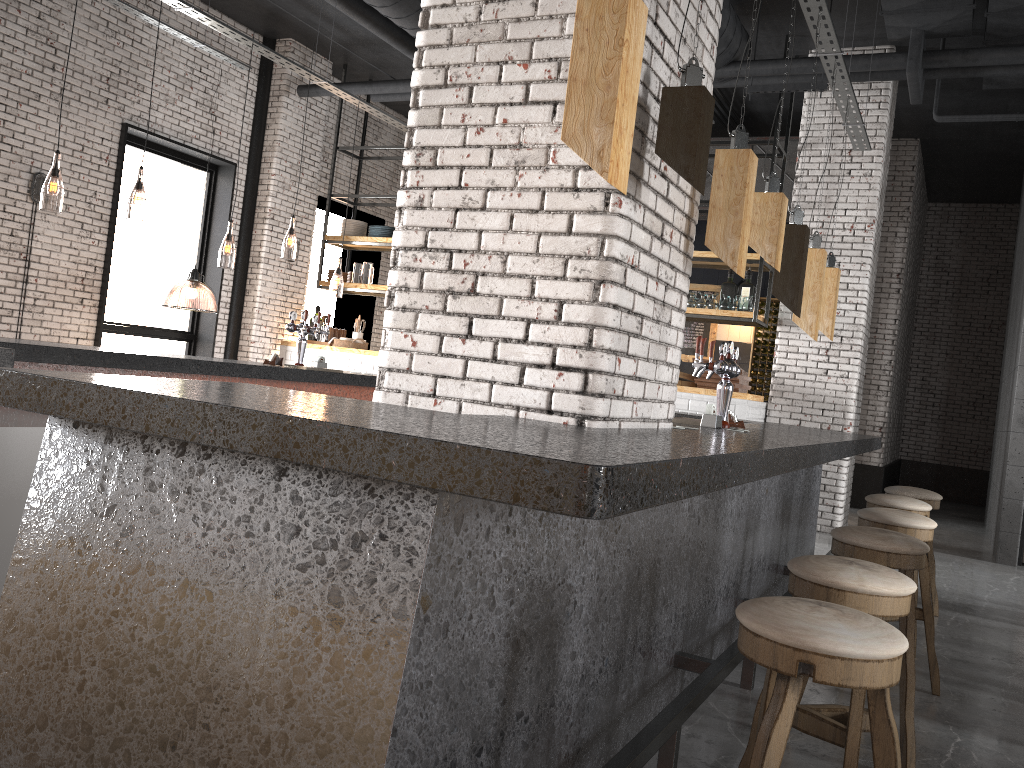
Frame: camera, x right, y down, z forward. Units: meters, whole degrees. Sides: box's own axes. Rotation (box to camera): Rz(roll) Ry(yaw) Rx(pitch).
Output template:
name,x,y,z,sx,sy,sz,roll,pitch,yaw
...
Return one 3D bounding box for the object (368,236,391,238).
name,x,y,z,sx,sy,sz,roll,pitch,yaw
object,-1.642,-1.860,11.478,0.454,0.033,0.453,7,1,35

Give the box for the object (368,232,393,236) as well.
name,x,y,z,sx,sy,sz,roll,pitch,yaw
object,-1.637,-1.908,11.479,0.454,0.044,0.453,7,1,22

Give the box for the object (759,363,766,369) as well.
name,x,y,z,sx,sy,sz,roll,pitch,yaw
object,3.401,-0.245,12.052,0.079,0.079,0.283,7,0,27

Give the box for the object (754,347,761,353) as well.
name,x,y,z,sx,sy,sz,roll,pitch,yaw
object,3.350,-0.464,12.111,0.079,0.079,0.283,7,0,27

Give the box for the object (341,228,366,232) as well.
name,x,y,z,sx,sy,sz,roll,pitch,yaw
object,-2.091,-2.017,11.714,0.334,0.038,0.335,6,1,-38

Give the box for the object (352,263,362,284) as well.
name,x,y,z,sx,sy,sz,roll,pitch,yaw
object,-1.978,-1.416,11.400,0.152,0.264,0.107,7,-1,-36

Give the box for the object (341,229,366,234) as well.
name,x,y,z,sx,sy,sz,roll,pitch,yaw
object,-2.094,-1.998,11.714,0.334,0.042,0.335,7,0,-13

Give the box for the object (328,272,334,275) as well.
name,x,y,z,sx,sy,sz,roll,pitch,yaw
object,-2.324,-1.431,11.652,0.157,0.053,0.168,7,0,27

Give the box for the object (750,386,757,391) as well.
name,x,y,z,sx,sy,sz,roll,pitch,yaw
object,3.280,0.058,12.090,0.079,0.079,0.280,7,0,27

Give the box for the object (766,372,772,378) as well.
name,x,y,z,sx,sy,sz,roll,pitch,yaw
object,3.472,-0.130,12.007,0.079,0.079,0.280,7,0,27

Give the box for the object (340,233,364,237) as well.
name,x,y,z,sx,sy,sz,roll,pitch,yaw
object,-2.100,-1.940,11.714,0.334,0.042,0.335,7,1,-25

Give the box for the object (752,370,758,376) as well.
name,x,y,z,sx,sy,sz,roll,pitch,yaw
object,3.311,-0.150,12.106,0.079,0.079,0.280,7,0,27

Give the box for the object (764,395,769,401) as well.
name,x,y,z,sx,sy,sz,roll,pitch,yaw
object,3.431,0.182,11.995,0.079,0.079,0.280,7,0,27

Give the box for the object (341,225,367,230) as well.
name,x,y,z,sx,sy,sz,roll,pitch,yaw
object,-2.086,-2.052,11.714,0.334,0.038,0.335,6,1,-43

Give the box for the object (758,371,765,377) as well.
name,x,y,z,sx,sy,sz,roll,pitch,yaw
object,3.380,-0.142,12.032,0.079,0.079,0.280,7,0,27

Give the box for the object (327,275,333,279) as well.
name,x,y,z,sx,sy,sz,roll,pitch,yaw
object,-2.328,-1.395,11.651,0.157,0.053,0.168,7,0,27

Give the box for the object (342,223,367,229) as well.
name,x,y,z,sx,sy,sz,roll,pitch,yaw
object,-2.085,-2.071,11.714,0.335,0.035,0.334,7,0,3

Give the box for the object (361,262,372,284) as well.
name,x,y,z,sx,sy,sz,roll,pitch,yaw
object,-1.870,-1.414,11.465,0.118,0.293,0.168,7,0,32

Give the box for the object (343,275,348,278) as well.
name,x,y,z,sx,sy,sz,roll,pitch,yaw
object,-2.196,-1.418,11.872,0.157,0.053,0.168,7,0,27

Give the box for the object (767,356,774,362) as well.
name,x,y,z,sx,sy,sz,roll,pitch,yaw
object,3.504,-0.338,12.024,0.079,0.079,0.283,7,0,27

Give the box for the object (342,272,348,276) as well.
name,x,y,z,sx,sy,sz,roll,pitch,yaw
object,-2.191,-1.459,11.873,0.157,0.053,0.168,7,0,27

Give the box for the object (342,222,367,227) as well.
name,x,y,z,sx,sy,sz,roll,pitch,yaw
object,-2.083,-2.091,11.715,0.335,0.040,0.334,7,1,17

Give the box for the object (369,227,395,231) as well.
name,x,y,z,sx,sy,sz,roll,pitch,yaw
object,-1.629,-1.978,11.480,0.454,0.047,0.453,7,1,24

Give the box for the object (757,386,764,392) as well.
name,x,y,z,sx,sy,sz,roll,pitch,yaw
object,3.372,0.069,12.065,0.079,0.079,0.280,7,0,27

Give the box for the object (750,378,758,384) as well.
name,x,y,z,sx,sy,sz,roll,pitch,yaw
object,3.288,-0.047,12.083,0.079,0.079,0.280,7,0,27

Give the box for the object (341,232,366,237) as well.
name,x,y,z,sx,sy,sz,roll,pitch,yaw
object,-2.098,-1.959,11.714,0.335,0.039,0.334,7,1,14

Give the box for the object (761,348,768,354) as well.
name,x,y,z,sx,sy,sz,roll,pitch,yaw
object,3.426,-0.454,12.054,0.079,0.079,0.283,7,0,27

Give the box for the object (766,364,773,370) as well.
name,x,y,z,sx,sy,sz,roll,pitch,yaw
object,3.481,-0.235,12.001,0.079,0.079,0.283,7,0,27

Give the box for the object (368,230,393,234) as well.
name,x,y,z,sx,sy,sz,roll,pitch,yaw
object,-1.634,-1.931,11.479,0.454,0.038,0.454,7,0,4

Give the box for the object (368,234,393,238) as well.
name,x,y,z,sx,sy,sz,roll,pitch,yaw
object,-1.640,-1.884,11.479,0.454,0.043,0.453,7,1,29

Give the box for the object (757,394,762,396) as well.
name,x,y,z,sx,sy,sz,roll,pitch,yaw
object,3.351,0.172,12.046,0.079,0.079,0.280,7,0,27

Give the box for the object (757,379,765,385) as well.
name,x,y,z,sx,sy,sz,roll,pitch,yaw
object,3.365,-0.037,12.028,0.079,0.079,0.280,7,0,27

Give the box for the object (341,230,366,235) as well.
name,x,y,z,sx,sy,sz,roll,pitch,yaw
object,-2.095,-1.979,11.715,0.334,0.044,0.334,7,0,-7

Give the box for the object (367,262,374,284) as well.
name,x,y,z,sx,sy,sz,roll,pitch,yaw
object,-1.884,-1.432,11.636,0.179,0.313,0.126,7,-1,-31

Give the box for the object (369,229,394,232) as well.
name,x,y,z,sx,sy,sz,roll,pitch,yaw
object,-1.632,-1.955,11.478,0.454,0.043,0.453,7,1,32

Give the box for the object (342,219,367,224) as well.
name,x,y,z,sx,sy,sz,roll,pitch,yaw
object,-2.077,-2.129,11.715,0.335,0.039,0.334,7,1,18

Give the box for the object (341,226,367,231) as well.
name,x,y,z,sx,sy,sz,roll,pitch,yaw
object,-2.090,-2.033,11.715,0.334,0.043,0.335,7,1,-24

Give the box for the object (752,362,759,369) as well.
name,x,y,z,sx,sy,sz,roll,pitch,yaw
object,3.307,-0.257,12.074,0.079,0.079,0.283,7,0,27

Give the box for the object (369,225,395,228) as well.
name,x,y,z,sx,sy,sz,roll,pitch,yaw
object,-1.626,-2.002,11.479,0.454,0.050,0.453,7,1,40

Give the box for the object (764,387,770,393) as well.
name,x,y,z,sx,sy,sz,roll,pitch,yaw
object,3.447,0.078,12.004,0.079,0.079,0.280,7,0,27

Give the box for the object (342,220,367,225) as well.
name,x,y,z,sx,sy,sz,roll,pitch,yaw
object,-2.079,-2.110,11.716,0.335,0.042,0.334,7,1,23

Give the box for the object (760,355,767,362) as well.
name,x,y,z,sx,sy,sz,roll,pitch,yaw
object,3.423,-0.349,12.070,0.079,0.079,0.283,7,0,27

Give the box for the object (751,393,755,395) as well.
name,x,y,z,sx,sy,sz,roll,pitch,yaw
object,3.274,0.163,12.103,0.079,0.079,0.280,7,0,27

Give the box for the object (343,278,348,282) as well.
name,x,y,z,sx,sy,sz,roll,pitch,yaw
object,-2.201,-1.382,11.872,0.157,0.053,0.168,7,0,27

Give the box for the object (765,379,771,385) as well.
name,x,y,z,sx,sy,sz,roll,pitch,yaw
object,3.467,-0.025,12.020,0.079,0.079,0.280,7,0,27

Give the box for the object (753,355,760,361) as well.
name,x,y,z,sx,sy,sz,roll,pitch,yaw
object,3.330,-0.360,12.095,0.079,0.079,0.283,7,0,27
